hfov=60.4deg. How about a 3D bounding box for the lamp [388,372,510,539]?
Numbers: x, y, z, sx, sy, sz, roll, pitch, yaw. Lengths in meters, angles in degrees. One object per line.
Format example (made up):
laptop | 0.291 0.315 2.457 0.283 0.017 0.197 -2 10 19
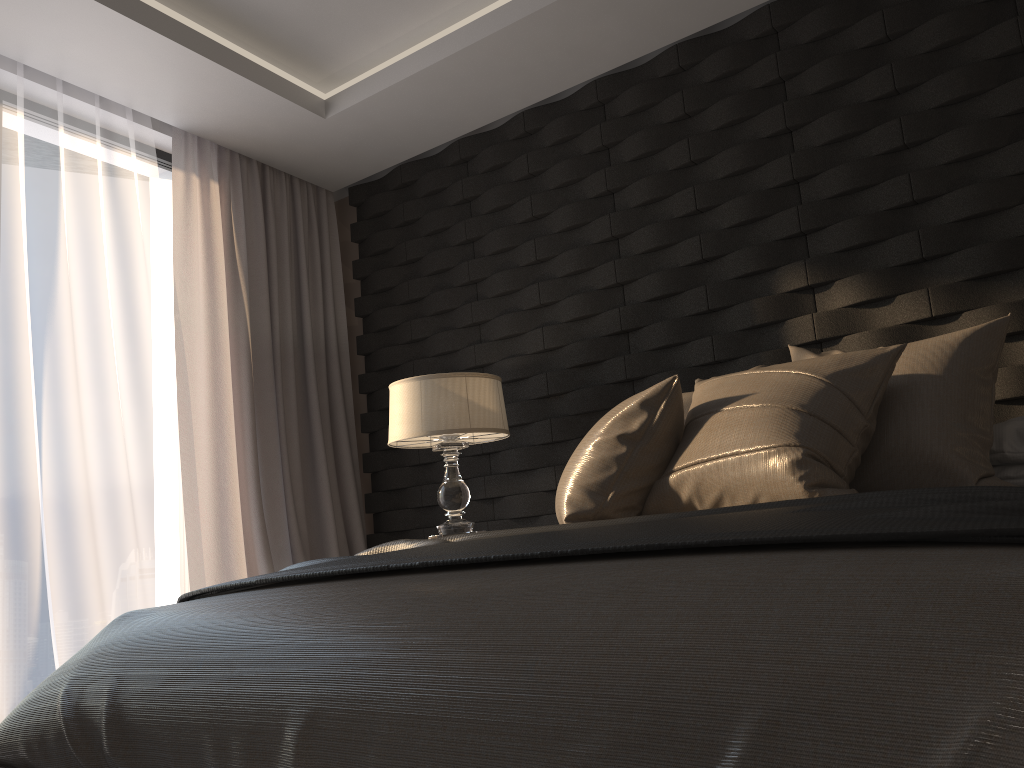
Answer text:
lamp | -0.233 0.306 3.381 0.484 0.631 0.448 -1 -10 -20

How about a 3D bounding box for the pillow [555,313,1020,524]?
pillow | 0.638 0.103 2.366 1.192 0.518 0.948 -13 -12 38

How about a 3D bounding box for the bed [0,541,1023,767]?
bed | 0.455 0.616 1.932 2.172 0.624 2.415 -13 -12 37

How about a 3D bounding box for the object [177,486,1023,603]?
object | 0.142 0.408 1.589 1.947 0.322 0.651 -12 -12 35

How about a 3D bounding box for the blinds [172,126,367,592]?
blinds | -1.015 0.081 4.007 0.325 2.640 1.046 -10 -11 29
